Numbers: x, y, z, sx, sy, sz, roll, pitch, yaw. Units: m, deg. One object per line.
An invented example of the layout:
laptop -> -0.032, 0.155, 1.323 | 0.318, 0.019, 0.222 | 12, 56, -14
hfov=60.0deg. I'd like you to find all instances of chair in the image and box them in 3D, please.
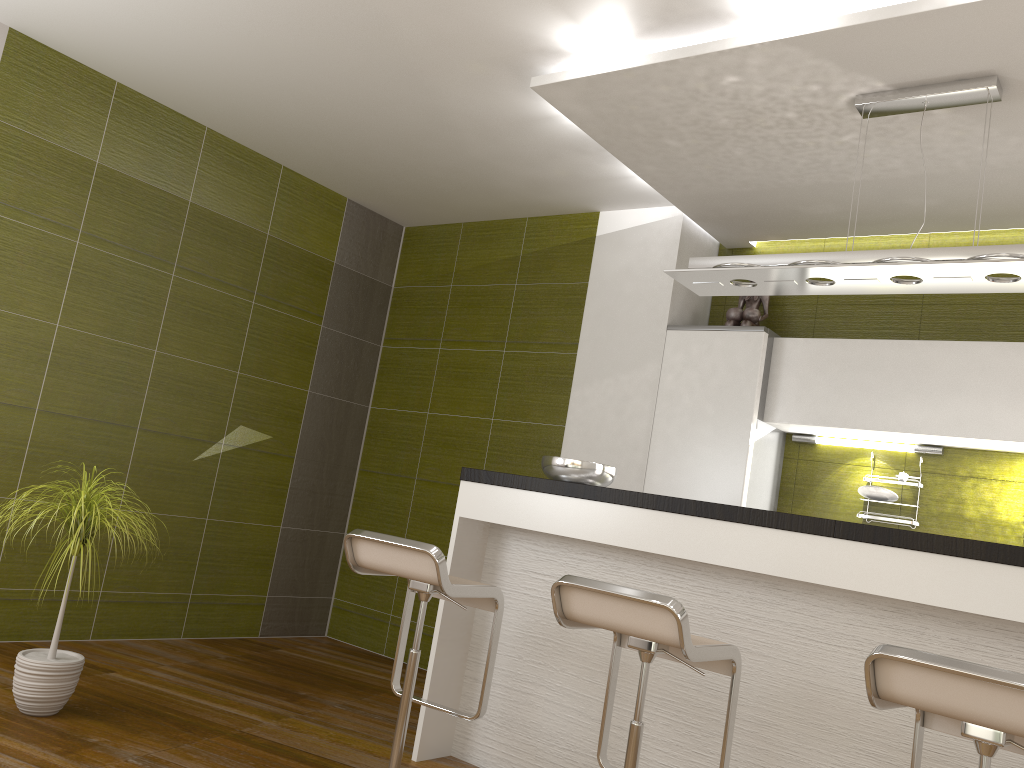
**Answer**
chair -> 0.324, 0.988, 2.428 | 0.418, 0.857, 0.460 | 4, -10, 38
chair -> -0.345, 0.945, 2.945 | 0.418, 0.857, 0.460 | 5, -9, 33
chair -> 0.994, 1.031, 1.911 | 0.418, 0.857, 0.460 | 2, -11, 43

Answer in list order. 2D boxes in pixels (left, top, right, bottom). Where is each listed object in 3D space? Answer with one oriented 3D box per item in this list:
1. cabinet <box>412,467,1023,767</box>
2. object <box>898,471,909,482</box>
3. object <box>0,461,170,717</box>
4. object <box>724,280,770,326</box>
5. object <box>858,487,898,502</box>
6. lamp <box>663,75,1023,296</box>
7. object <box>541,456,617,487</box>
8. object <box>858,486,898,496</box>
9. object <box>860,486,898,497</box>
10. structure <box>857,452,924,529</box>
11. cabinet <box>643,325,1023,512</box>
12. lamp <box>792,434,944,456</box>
cabinet -> 1.064, 1.028, 2.828 | 2.947, 1.134, 0.663 | 4, -10, 38
object -> 1.865, 0.446, 4.228 | 0.051, 0.053, 0.046 | 13, -8, -20
object -> -1.626, 0.745, 3.258 | 0.606, 0.904, 0.585 | 9, -8, 7
object -> 1.278, -0.475, 4.753 | 0.195, 0.488, 0.304 | 4, -10, 35
object -> 1.748, 0.529, 4.238 | 0.181, 0.052, 0.173 | 4, -10, 38
lamp -> 1.394, -0.684, 3.054 | 1.677, 0.683, 0.326 | 4, -10, 38
object -> 0.268, 0.371, 3.615 | 0.311, 0.105, 0.311 | 16, -10, -39
object -> 1.750, 0.524, 4.241 | 0.181, 0.052, 0.173 | 4, -10, 38
object -> 1.749, 0.527, 4.239 | 0.181, 0.052, 0.173 | 4, -10, 38
structure -> 1.814, 0.501, 4.239 | 0.266, 0.346, 0.110 | 4, -10, 38
cabinet -> 2.230, 0.869, 3.761 | 3.471, 2.089, 0.724 | 4, -10, 38
lamp -> 1.746, 0.300, 4.393 | 0.715, 0.041, 0.041 | 4, -10, 38
